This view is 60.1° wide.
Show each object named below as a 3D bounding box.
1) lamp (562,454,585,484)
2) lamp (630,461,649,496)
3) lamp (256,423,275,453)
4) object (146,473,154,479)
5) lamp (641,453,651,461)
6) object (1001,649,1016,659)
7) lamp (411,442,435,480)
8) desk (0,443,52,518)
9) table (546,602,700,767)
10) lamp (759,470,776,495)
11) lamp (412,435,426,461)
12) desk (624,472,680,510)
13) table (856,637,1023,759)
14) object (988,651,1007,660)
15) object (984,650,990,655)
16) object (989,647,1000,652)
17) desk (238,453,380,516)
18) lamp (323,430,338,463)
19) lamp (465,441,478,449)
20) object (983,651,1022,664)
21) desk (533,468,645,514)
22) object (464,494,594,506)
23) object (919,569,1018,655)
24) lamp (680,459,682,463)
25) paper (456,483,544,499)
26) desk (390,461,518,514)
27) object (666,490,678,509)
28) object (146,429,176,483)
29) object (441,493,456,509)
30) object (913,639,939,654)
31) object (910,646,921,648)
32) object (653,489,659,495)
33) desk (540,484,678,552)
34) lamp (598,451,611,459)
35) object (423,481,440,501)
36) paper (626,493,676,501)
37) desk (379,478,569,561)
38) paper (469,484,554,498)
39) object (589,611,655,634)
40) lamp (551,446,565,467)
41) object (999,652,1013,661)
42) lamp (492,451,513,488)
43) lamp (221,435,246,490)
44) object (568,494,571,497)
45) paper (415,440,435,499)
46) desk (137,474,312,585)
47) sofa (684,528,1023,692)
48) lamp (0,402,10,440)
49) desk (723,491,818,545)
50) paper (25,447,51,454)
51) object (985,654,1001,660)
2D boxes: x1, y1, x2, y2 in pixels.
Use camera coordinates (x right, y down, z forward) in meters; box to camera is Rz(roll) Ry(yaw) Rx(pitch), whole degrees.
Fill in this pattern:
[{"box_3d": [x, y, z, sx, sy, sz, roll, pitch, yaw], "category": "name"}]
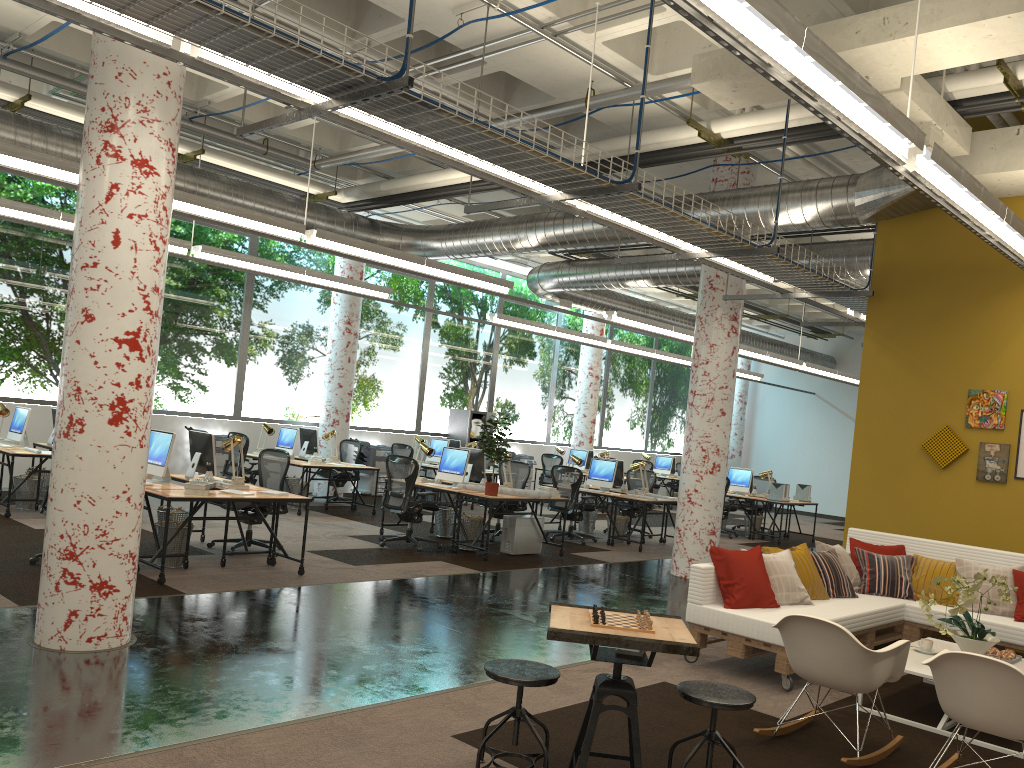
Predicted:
[{"box_3d": [0.903, 1.393, 13.743, 0.209, 0.611, 0.527, 6, -1, -27], "category": "lamp"}, {"box_3d": [2.002, 1.494, 13.573, 0.209, 0.611, 0.527, 6, -1, -27], "category": "lamp"}, {"box_3d": [-3.922, 0.923, 14.002, 0.219, 0.611, 0.527, 6, -1, -27], "category": "lamp"}, {"box_3d": [-3.505, 0.806, 8.546, 0.101, 0.209, 0.101, 6, 0, -2], "category": "object"}, {"box_3d": [3.151, 1.982, 21.542, 0.219, 0.611, 0.527, 6, -1, -27], "category": "lamp"}, {"box_3d": [3.421, 1.856, 6.084, 0.072, 0.062, 0.136, 6, -2, 1], "category": "object"}, {"box_3d": [-1.190, 1.053, 11.414, 0.219, 0.611, 0.527, 6, -1, -27], "category": "lamp"}, {"box_3d": [-5.811, 1.159, 10.989, 1.936, 0.724, 1.405, 4, -3, 43], "category": "desk"}, {"box_3d": [0.436, 1.438, 3.934, 0.625, 0.759, 0.616, 6, -1, 3], "category": "table"}, {"box_3d": [4.795, 1.906, 16.404, 0.219, 0.611, 0.527, 6, -1, -27], "category": "lamp"}, {"box_3d": [-1.784, 1.243, 16.278, 0.209, 0.611, 0.527, 6, -1, -27], "category": "lamp"}, {"box_3d": [3.845, 2.605, 21.284, 1.936, 0.724, 1.405, 4, -3, 43], "category": "desk"}, {"box_3d": [2.994, 1.994, 5.759, 0.982, 0.330, 1.266, 3, -3, 43], "category": "table"}, {"box_3d": [3.277, 1.837, 5.998, 0.070, 0.060, 0.131, 6, -2, -24], "category": "object"}, {"box_3d": [3.229, 1.836, 6.091, 0.135, 0.061, 0.071, 7, -2, -27], "category": "object"}, {"box_3d": [3.338, 1.851, 6.143, 0.064, 0.055, 0.120, 6, -2, -24], "category": "object"}, {"box_3d": [-3.227, 1.546, 13.744, 1.936, 0.724, 1.405, 4, -3, 43], "category": "desk"}, {"box_3d": [-2.818, 1.025, 13.833, 0.209, 0.611, 0.527, 6, -1, -27], "category": "lamp"}, {"box_3d": [-0.681, 1.345, 16.110, 0.219, 0.611, 0.527, 6, -1, -27], "category": "lamp"}, {"box_3d": [3.321, 1.863, 6.074, 0.266, 0.026, 0.268, 3, -4, 43], "category": "object"}, {"box_3d": [1.628, 2.273, 18.920, 1.936, 0.724, 1.405, 4, -3, 43], "category": "desk"}, {"box_3d": [0.390, 2.239, 17.693, 3.419, 0.437, 0.365, 8, -2, -37], "category": "object"}, {"box_3d": [3.017, 1.523, 5.807, 0.790, 0.616, 0.416, 7, -1, -34], "category": "object"}, {"box_3d": [4.258, 2.085, 21.376, 0.219, 0.611, 0.527, 6, -1, -27], "category": "lamp"}, {"box_3d": [-0.163, 1.279, 10.663, 1.132, 0.082, 0.083, 5, -1, 18], "category": "paper"}, {"box_3d": [-1.094, 1.865, 16.018, 1.936, 0.724, 1.405, 4, -3, 43], "category": "desk"}, {"box_3d": [3.813, 2.734, 20.986, 0.358, 0.435, 0.354, 5, -1, 40], "category": "object"}, {"box_3d": [-3.288, 0.676, 8.270, 0.482, 0.485, 0.190, 5, -1, 43], "category": "object"}, {"box_3d": [-1.126, 1.995, 15.720, 0.358, 0.435, 0.354, 5, -1, 40], "category": "object"}, {"box_3d": [2.813, 1.776, 6.008, 0.161, 0.090, 0.160, 6, -2, -22], "category": "object"}, {"box_3d": [2.781, 1.803, 6.061, 0.132, 0.011, 0.028, 6, -2, -2], "category": "object"}, {"box_3d": [3.455, 2.743, 21.941, 0.358, 0.435, 0.354, 5, -1, 40], "category": "object"}, {"box_3d": [1.594, 2.015, 13.483, 1.936, 0.724, 1.405, 4, -3, 43], "category": "desk"}, {"box_3d": [2.041, 1.753, 19.012, 0.219, 0.611, 0.527, 6, -1, -27], "category": "lamp"}, {"box_3d": [-1.486, 2.003, 16.676, 0.353, 0.435, 0.368, 6, -1, -11], "category": "object"}, {"box_3d": [2.038, 1.646, 12.930, 0.566, 0.061, 0.628, 3, -3, 41], "category": "paper"}, {"box_3d": [-0.495, 1.676, 11.157, 1.936, 0.724, 1.405, 4, -3, 43], "category": "desk"}, {"box_3d": [-0.048, 1.297, 10.784, 1.133, 0.082, 0.083, 5, -1, 8], "category": "paper"}, {"box_3d": [0.485, 1.058, 3.935, 0.273, 0.012, 0.273, 6, -3, 3], "category": "object"}, {"box_3d": [0.933, 1.650, 19.177, 0.219, 0.611, 0.527, 6, -1, -27], "category": "lamp"}, {"box_3d": [3.351, 1.846, 6.010, 0.064, 0.055, 0.120, 6, -2, -24], "category": "object"}, {"box_3d": [-0.086, 1.155, 11.246, 0.209, 0.611, 0.527, 6, -1, -27], "category": "lamp"}, {"box_3d": [-2.652, 0.791, 8.470, 0.219, 0.611, 0.527, 6, -1, -27], "category": "lamp"}, {"box_3d": [1.237, 2.411, 19.576, 0.358, 0.435, 0.354, 5, -1, 40], "category": "object"}, {"box_3d": [-1.717, 1.620, 17.192, 0.440, 1.198, 0.413, 6, 0, 21], "category": "paper"}, {"box_3d": [-3.065, 1.311, 8.378, 1.936, 0.724, 1.405, 4, -3, 43], "category": "desk"}, {"box_3d": [2.949, 1.718, 6.683, 2.013, 0.931, 2.864, 4, -3, 43], "category": "sofa"}, {"box_3d": [-6.501, 0.537, 11.249, 0.209, 0.611, 0.527, 6, -1, -27], "category": "lamp"}, {"box_3d": [4.382, 2.425, 16.313, 1.936, 0.724, 1.405, 4, -3, 43], "category": "desk"}, {"box_3d": [-5.366, 0.790, 10.435, 0.566, 0.061, 0.628, 3, -3, 41], "category": "paper"}, {"box_3d": [2.921, 1.704, 5.386, 0.094, 0.106, 0.094, 6, -1, 4], "category": "object"}]
